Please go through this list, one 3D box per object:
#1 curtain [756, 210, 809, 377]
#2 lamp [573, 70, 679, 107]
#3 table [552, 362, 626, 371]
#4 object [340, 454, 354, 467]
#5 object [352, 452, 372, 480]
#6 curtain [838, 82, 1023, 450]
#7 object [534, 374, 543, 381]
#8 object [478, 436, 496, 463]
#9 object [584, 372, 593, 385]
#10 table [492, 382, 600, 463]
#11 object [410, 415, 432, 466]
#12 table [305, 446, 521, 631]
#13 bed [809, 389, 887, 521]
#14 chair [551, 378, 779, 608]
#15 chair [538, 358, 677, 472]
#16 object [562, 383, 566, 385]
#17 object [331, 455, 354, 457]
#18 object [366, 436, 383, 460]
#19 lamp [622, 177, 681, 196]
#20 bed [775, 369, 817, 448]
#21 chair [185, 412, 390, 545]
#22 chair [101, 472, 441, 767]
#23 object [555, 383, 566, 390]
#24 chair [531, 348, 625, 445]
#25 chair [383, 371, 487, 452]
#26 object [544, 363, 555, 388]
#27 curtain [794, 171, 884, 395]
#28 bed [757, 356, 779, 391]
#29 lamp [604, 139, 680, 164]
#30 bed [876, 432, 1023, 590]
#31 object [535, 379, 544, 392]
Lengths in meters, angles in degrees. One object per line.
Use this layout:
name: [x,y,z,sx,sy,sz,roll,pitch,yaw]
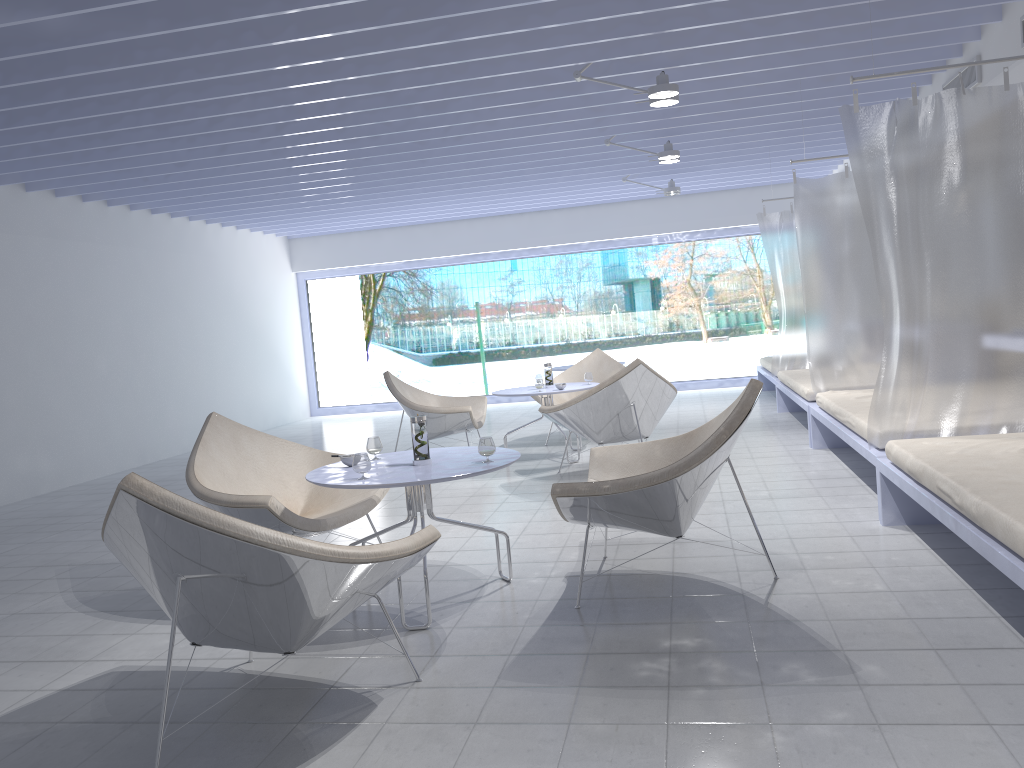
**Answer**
curtain: [3.327,-0.905,8.068,2.050,1.552,0.151,-4,4,11]
lamp: [0.655,-1.719,5.098,0.587,0.218,0.380,-4,4,11]
table: [0.809,0.071,9.381,0.823,0.534,0.825,-7,5,-32]
object: [-0.635,0.303,3.498,0.082,0.043,0.082,-4,4,13]
object: [-0.534,0.293,3.158,0.068,0.091,0.068,-5,4,1]
curtain: [2.496,-0.541,3.745,2.050,1.552,0.151,-4,4,11]
object: [0.210,-0.029,6.971,0.068,0.091,0.068,-2,5,34]
object: [-0.094,0.244,3.307,0.068,0.091,0.068,-5,4,1]
object: [0.578,-0.042,6.683,0.068,0.091,0.068,-5,4,4]
table: [0.279,0.297,6.718,0.825,0.534,0.823,-5,4,2]
object: [-0.350,0.215,3.385,0.075,0.185,0.075,-7,4,-26]
table: [-0.353,0.573,3.439,0.825,0.534,0.823,-6,4,-12]
bed: [2.845,0.253,4.870,2.022,0.422,2.200,-4,4,11]
chair: [0.608,0.377,3.402,0.753,0.759,0.906,-4,4,15]
chair: [0.709,0.204,5.845,0.906,0.759,0.753,-6,4,-19]
object: [0.360,0.002,6.383,0.012,0.016,0.098,-7,4,-22]
object: [-0.666,0.285,3.507,0.098,0.016,0.012,-4,4,11]
object: [-0.563,0.263,3.632,0.068,0.091,0.068,-5,4,1]
lamp: [1.444,-2.065,9.208,0.587,0.218,0.380,-4,4,11]
bed: [3.245,0.070,7.032,2.016,0.427,2.200,-4,4,11]
chair: [-1.037,0.488,3.897,0.753,0.759,0.906,-3,4,29]
chair: [-0.749,0.559,2.472,0.906,0.759,0.753,-3,4,26]
object: [0.354,0.020,6.415,0.082,0.043,0.082,-6,4,-20]
chair: [0.681,0.086,7.630,0.906,0.759,0.753,-3,4,22]
chair: [-0.617,0.247,6.932,0.753,0.759,0.906,-5,4,7]
object: [0.277,-0.066,6.712,0.075,0.189,0.075,-5,4,3]
curtain: [2.951,-0.705,5.890,1.998,1.559,0.125,-4,4,10]
bed: [3.676,-0.111,9.192,2.022,0.422,2.200,-4,4,11]
lamp: [1.048,-1.891,7.144,0.587,0.218,0.380,-4,4,11]
bed: [2.414,0.434,2.710,2.016,0.427,2.200,-4,4,11]
object: [0.198,0.010,6.401,0.068,0.091,0.068,-2,5,40]
